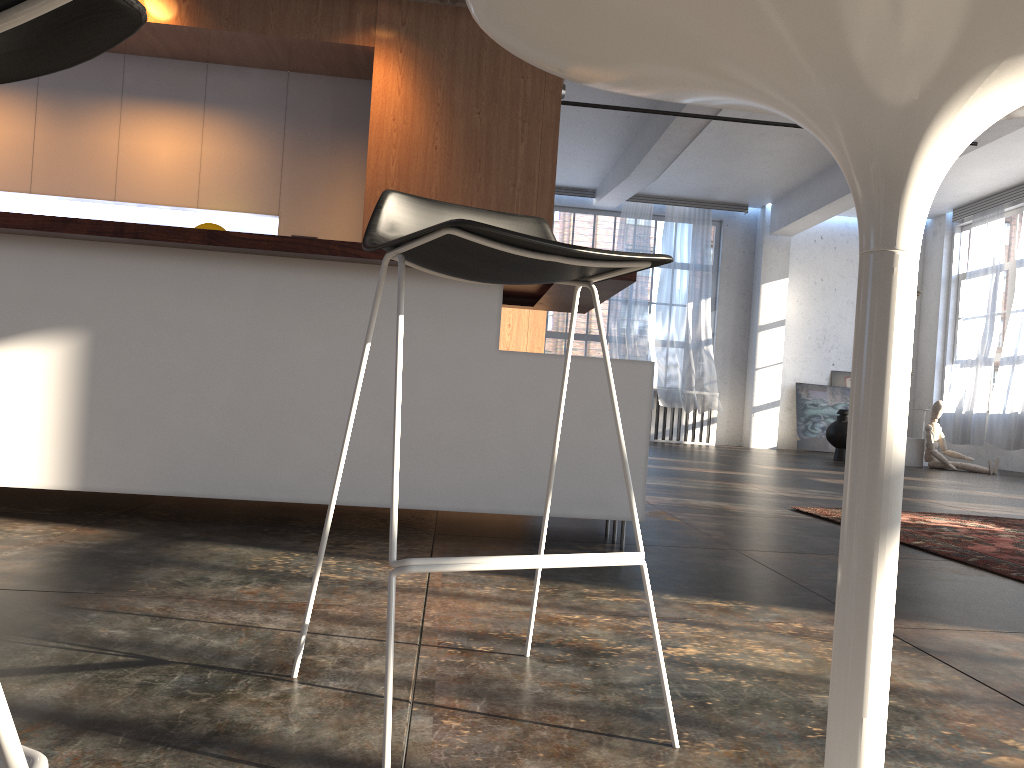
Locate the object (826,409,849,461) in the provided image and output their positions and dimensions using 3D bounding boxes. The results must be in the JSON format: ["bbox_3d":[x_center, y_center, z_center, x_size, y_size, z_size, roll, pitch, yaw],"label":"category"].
[{"bbox_3d":[4.419,0.685,11.823,0.452,0.693,0.433,4,0,-41],"label":"object"}]

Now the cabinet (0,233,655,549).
[{"bbox_3d":[-2.365,-0.056,3.173,5.674,0.930,0.918,4,-1,-6],"label":"cabinet"}]

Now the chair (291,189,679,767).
[{"bbox_3d":[-0.036,0.135,1.396,0.472,0.895,0.496,4,0,-28],"label":"chair"}]

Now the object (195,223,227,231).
[{"bbox_3d":[-1.787,-0.760,5.261,0.275,0.381,0.099,4,0,-6],"label":"object"}]

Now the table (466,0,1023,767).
[{"bbox_3d":[0.333,0.059,0.811,0.832,0.951,0.825,4,-1,-5],"label":"table"}]

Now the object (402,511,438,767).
[{"bbox_3d":[-6.096,0.299,3.731,27.323,0.001,19.660,4,-1,-5],"label":"object"}]

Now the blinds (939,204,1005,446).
[{"bbox_3d":[6.833,-0.940,13.054,0.341,3.697,1.029,4,0,-7],"label":"blinds"}]

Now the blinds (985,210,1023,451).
[{"bbox_3d":[6.925,-0.948,11.872,0.316,3.713,1.020,4,0,-5],"label":"blinds"}]

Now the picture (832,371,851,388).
[{"bbox_3d":[5.945,0.501,14.938,1.152,1.386,0.252,4,0,-6],"label":"picture"}]

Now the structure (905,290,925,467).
[{"bbox_3d":[5.076,-0.075,11.884,0.680,2.326,0.747,4,0,-5],"label":"structure"}]

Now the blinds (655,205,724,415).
[{"bbox_3d":[2.859,-1.270,14.072,1.062,3.501,0.995,4,0,-5],"label":"blinds"}]

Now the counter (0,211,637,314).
[{"bbox_3d":[-2.974,-0.128,3.117,6.686,0.971,1.137,4,-1,-6],"label":"counter"}]

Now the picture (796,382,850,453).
[{"bbox_3d":[5.412,0.589,14.780,1.440,1.142,0.303,4,0,-8],"label":"picture"}]

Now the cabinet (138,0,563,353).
[{"bbox_3d":[-3.887,-1.105,5.850,8.143,2.562,2.368,4,-1,-6],"label":"cabinet"}]

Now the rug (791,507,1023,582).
[{"bbox_3d":[2.558,0.724,3.564,1.862,0.029,2.873,4,-1,-4],"label":"rug"}]

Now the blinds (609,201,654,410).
[{"bbox_3d":[1.948,-1.296,14.112,0.695,3.559,0.873,4,0,-6],"label":"blinds"}]
